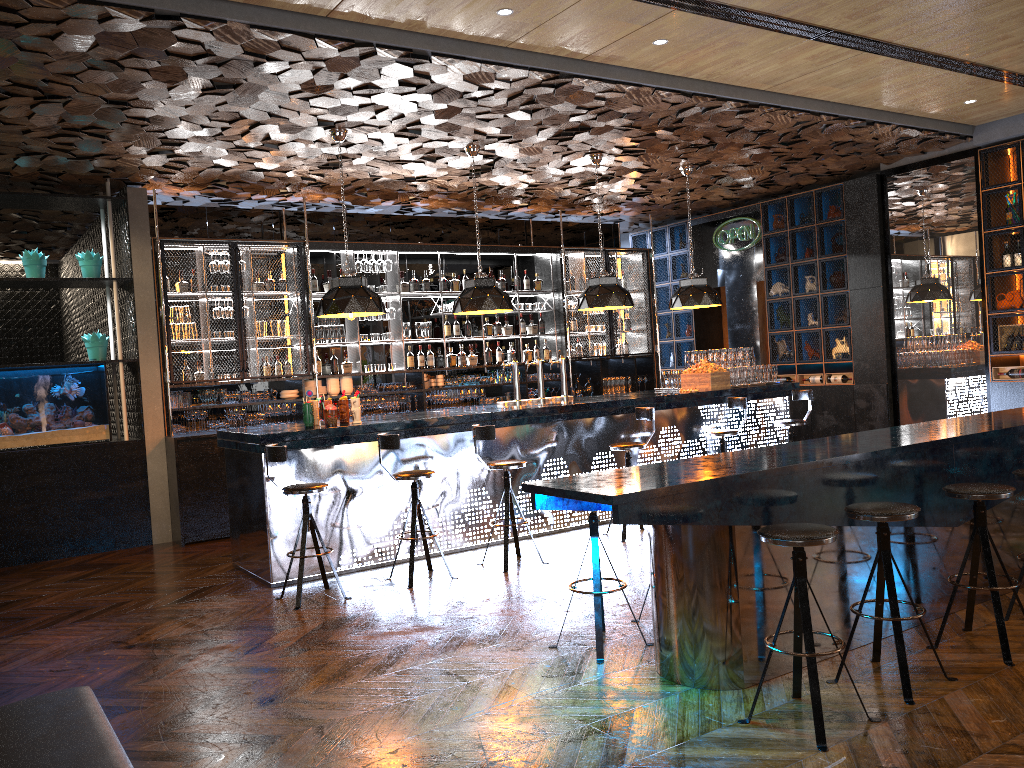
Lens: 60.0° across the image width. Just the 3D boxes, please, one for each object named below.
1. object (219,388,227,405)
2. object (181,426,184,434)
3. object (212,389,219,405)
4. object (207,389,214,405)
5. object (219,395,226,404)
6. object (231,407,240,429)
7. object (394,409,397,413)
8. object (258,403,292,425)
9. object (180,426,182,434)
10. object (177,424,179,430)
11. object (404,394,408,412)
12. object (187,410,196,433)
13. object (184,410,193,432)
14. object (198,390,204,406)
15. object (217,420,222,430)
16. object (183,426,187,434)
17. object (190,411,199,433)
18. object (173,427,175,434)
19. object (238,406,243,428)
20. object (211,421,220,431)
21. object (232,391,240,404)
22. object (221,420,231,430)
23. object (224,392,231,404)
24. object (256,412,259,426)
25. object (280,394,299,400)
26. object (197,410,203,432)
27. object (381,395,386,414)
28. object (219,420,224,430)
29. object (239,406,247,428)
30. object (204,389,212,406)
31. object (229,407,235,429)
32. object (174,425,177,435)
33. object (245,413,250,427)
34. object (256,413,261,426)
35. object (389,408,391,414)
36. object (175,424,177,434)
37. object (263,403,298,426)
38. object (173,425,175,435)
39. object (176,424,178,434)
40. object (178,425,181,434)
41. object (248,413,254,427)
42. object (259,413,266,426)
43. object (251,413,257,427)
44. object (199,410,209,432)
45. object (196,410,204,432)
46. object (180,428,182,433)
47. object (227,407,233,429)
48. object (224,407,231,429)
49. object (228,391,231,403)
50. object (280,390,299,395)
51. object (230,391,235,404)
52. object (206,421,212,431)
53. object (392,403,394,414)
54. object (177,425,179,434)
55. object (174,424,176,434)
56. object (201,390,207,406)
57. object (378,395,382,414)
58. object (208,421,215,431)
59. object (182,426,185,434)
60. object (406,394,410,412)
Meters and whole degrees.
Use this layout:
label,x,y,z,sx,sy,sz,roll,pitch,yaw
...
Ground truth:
label,x,y,z,sx,sy,sz,roll,pitch,yaw
object,-3.047,0.133,9.355,0.087,0.170,0.087,-3,1,18
object,-3.419,0.477,9.214,0.034,0.080,0.034,-3,1,24
object,-3.148,0.139,9.397,0.087,0.170,0.087,-3,1,18
object,-3.227,0.141,9.519,0.087,0.170,0.087,-3,1,18
object,-3.118,0.152,9.578,0.081,0.132,0.081,-3,1,29
object,-2.935,0.364,9.432,0.088,0.229,0.077,-4,1,-20
object,-1.426,0.245,10.752,0.092,0.218,0.092,-3,1,18
object,-2.654,0.336,9.968,0.376,0.227,0.186,-5,1,-35
object,-3.441,0.477,9.247,0.034,0.080,0.034,-4,1,-24
object,-3.470,0.471,9.212,0.031,0.098,0.031,-3,1,18
object,-1.280,0.234,10.817,0.071,0.217,0.071,-4,1,-25
object,-3.353,0.394,9.311,0.091,0.227,0.091,-4,1,6
object,-3.432,0.397,9.419,0.091,0.227,0.091,-4,1,-29
object,-3.308,0.147,9.480,0.087,0.170,0.087,-3,1,18
object,-3.141,0.438,9.561,0.093,0.101,0.093,-4,1,-18
object,-3.367,0.475,9.137,0.034,0.080,0.034,-4,1,-19
object,-3.296,0.393,9.219,0.091,0.227,0.091,-3,1,19
object,-3.499,0.473,9.178,0.033,0.101,0.033,-5,2,-42
object,-2.961,0.361,9.665,0.088,0.229,0.077,-4,1,-32
object,-3.118,0.442,9.328,0.093,0.101,0.093,-3,1,25
object,-2.940,0.143,9.457,0.081,0.132,0.081,-3,1,29
object,-3.027,0.435,9.388,0.093,0.101,0.093,-3,1,20
object,-3.038,0.149,9.455,0.081,0.132,0.081,-3,1,29
object,-2.823,0.390,9.822,0.074,0.146,0.065,-4,1,-11
object,-2.464,0.139,9.830,0.209,0.060,0.211,-3,1,17
object,-3.271,0.388,9.356,0.091,0.227,0.091,-3,1,20
object,-1.527,0.250,10.620,0.071,0.226,0.071,-3,1,29
object,-3.090,0.437,9.473,0.093,0.101,0.093,-4,1,-12
object,-2.898,0.359,9.560,0.088,0.229,0.077,-4,1,-33
object,-3.180,0.143,9.281,0.087,0.170,0.087,-3,1,18
object,-2.984,0.366,9.509,0.077,0.229,0.088,-3,1,17
object,-3.454,0.472,9.108,0.033,0.101,0.033,-4,1,-9
object,-2.901,0.397,9.757,0.065,0.146,0.074,-4,1,-3
object,-2.771,0.389,9.734,0.065,0.146,0.074,-4,1,-10
object,-1.478,0.249,10.717,0.092,0.218,0.092,-3,1,18
object,-3.511,0.472,9.274,0.031,0.098,0.031,-4,1,-11
object,-2.547,0.333,9.803,0.376,0.227,0.186,-5,1,-35
object,-3.477,0.472,9.146,0.033,0.101,0.033,-3,2,38
object,-3.491,0.471,9.239,0.031,0.098,0.031,-3,1,12
object,-3.430,0.470,9.145,0.031,0.098,0.031,-4,1,6
object,-2.848,0.395,9.675,0.065,0.146,0.074,-4,1,-21
object,-2.712,0.387,9.645,0.074,0.146,0.065,-5,2,-39
object,-2.790,0.393,9.589,0.065,0.146,0.074,-3,1,33
object,-3.216,0.387,9.268,0.091,0.227,0.091,-4,1,-10
object,-3.331,0.390,9.457,0.091,0.227,0.091,-3,1,20
object,-3.464,0.478,9.290,0.034,0.080,0.034,-3,2,40
object,-3.032,0.367,9.575,0.077,0.229,0.088,-4,1,-17
object,-3.081,0.369,9.654,0.088,0.229,0.077,-3,1,32
object,-3.076,0.147,9.666,0.081,0.132,0.081,-3,1,29
object,-2.466,0.099,9.830,0.211,0.060,0.209,-3,1,12
object,-3.008,0.145,9.556,0.081,0.132,0.081,-3,1,29
object,-3.231,0.445,9.505,0.093,0.101,0.093,-3,2,43
object,-1.425,0.247,10.624,0.092,0.218,0.092,-3,1,18
object,-3.452,0.470,9.176,0.031,0.098,0.031,-3,1,31
object,-3.530,0.473,9.304,0.031,0.098,0.031,-4,1,-1
object,-3.244,0.145,9.381,0.087,0.170,0.087,-3,1,18
object,-1.578,0.252,10.681,0.071,0.226,0.071,-3,1,29
object,-3.175,0.443,9.417,0.093,0.101,0.093,-3,1,18
object,-3.391,0.476,9.174,0.034,0.080,0.034,-3,1,22
object,-1.247,0.234,10.744,0.071,0.217,0.071,-4,1,-25
